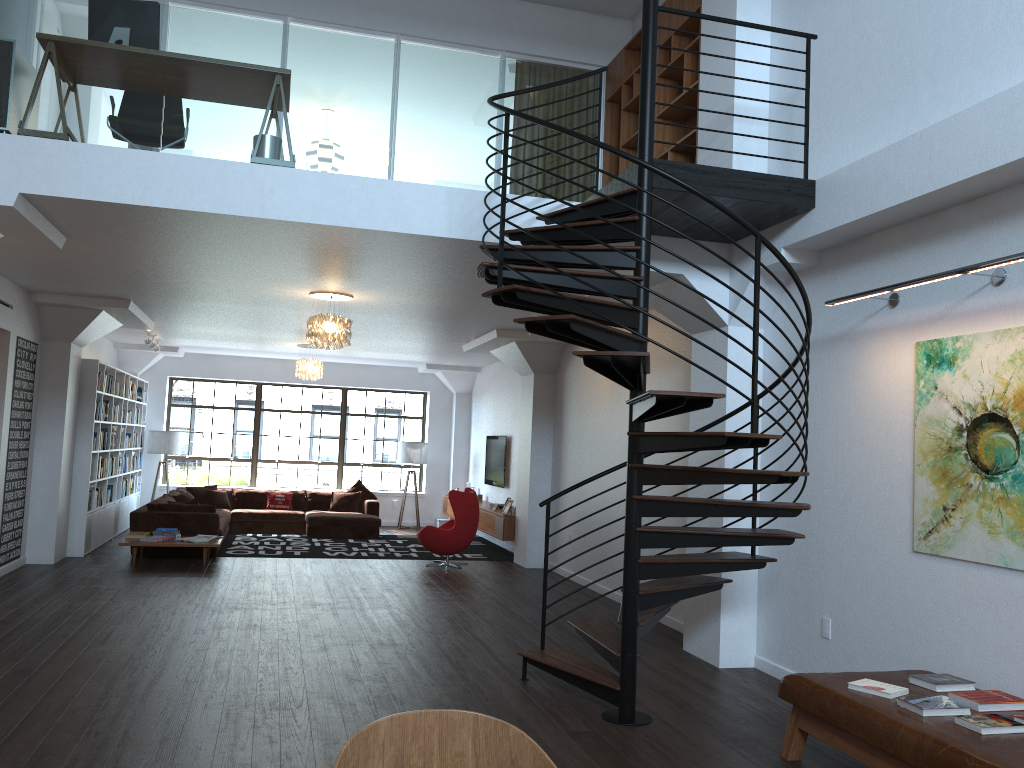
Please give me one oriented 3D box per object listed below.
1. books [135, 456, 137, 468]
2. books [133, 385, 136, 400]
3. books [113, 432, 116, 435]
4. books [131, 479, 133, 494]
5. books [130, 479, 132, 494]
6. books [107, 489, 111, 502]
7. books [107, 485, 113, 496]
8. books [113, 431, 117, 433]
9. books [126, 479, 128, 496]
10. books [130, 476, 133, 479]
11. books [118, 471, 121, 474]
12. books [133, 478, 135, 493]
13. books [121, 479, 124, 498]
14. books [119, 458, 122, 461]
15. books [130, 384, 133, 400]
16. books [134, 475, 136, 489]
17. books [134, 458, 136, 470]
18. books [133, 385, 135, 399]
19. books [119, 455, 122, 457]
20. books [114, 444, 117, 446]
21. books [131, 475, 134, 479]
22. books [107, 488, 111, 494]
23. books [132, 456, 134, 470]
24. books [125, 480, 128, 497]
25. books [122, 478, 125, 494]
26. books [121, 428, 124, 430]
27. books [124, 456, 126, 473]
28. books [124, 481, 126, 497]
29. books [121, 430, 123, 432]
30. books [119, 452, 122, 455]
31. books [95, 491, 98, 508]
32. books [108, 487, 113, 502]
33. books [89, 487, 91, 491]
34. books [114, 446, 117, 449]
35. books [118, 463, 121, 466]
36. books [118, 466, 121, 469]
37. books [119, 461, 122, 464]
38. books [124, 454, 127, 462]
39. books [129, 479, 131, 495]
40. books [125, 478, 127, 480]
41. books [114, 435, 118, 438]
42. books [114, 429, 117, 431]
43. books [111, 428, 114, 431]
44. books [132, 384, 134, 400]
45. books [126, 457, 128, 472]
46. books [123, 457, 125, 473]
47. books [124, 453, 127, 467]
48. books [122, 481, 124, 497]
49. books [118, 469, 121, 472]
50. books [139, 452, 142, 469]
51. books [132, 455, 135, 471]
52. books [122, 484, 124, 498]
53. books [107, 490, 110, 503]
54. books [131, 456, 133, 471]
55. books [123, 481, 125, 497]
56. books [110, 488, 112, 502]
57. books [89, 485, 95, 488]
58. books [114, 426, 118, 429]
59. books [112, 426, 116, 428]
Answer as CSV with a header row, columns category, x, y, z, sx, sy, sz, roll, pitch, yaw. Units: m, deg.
category,x,y,z,sx,sy,sz,roll,pitch,yaw
books,-6.302,1.307,14.651,0.168,0.228,0.139,4,-4,-15
books,-6.058,0.132,14.025,0.183,0.253,0.034,4,-4,-15
books,-5.764,0.705,12.683,0.161,0.033,0.223,4,-4,-15
books,-6.260,1.659,14.406,0.189,0.247,0.057,4,-4,-15
books,-6.225,1.649,14.292,0.183,0.253,0.037,4,-4,-15
books,-5.744,1.573,12.507,0.139,0.191,0.036,4,-4,-15
books,-5.806,1.566,12.725,0.140,0.231,0.042,4,-4,-15
books,-5.783,0.677,12.704,0.223,0.027,0.161,4,-5,-25
books,-6.108,1.621,13.854,0.180,0.259,0.060,4,-4,-15
books,-6.256,1.637,14.345,0.198,0.284,0.066,4,-4,-15
books,-5.910,1.304,13.063,0.246,0.038,0.171,4,-4,-15
books,-6.309,1.671,14.586,0.171,0.246,0.057,4,-4,-15
books,-6.003,1.582,13.437,0.198,0.284,0.066,4,-4,-15
books,-5.896,1.112,13.091,0.223,0.032,0.161,4,-4,-15
books,-5.995,0.121,13.781,0.171,0.246,0.057,4,-4,-15
books,-6.332,1.654,14.667,0.176,0.290,0.053,4,-4,-15
books,-6.273,1.312,14.568,0.161,0.221,0.035,4,-4,-15
books,-6.054,0.132,13.995,0.160,0.250,0.026,4,-4,-15
books,-5.877,1.060,13.092,0.208,0.024,0.144,3,-4,-10
books,-5.759,0.867,12.662,0.160,0.039,0.251,3,-4,-10
books,-6.255,1.638,14.461,0.140,0.298,0.044,4,-4,-15
books,-5.757,1.569,12.537,0.146,0.202,0.027,4,-4,-15
books,-6.212,1.276,14.319,0.171,0.246,0.036,4,-4,-15
books,-6.079,1.619,13.776,0.183,0.253,0.034,4,-4,-15
books,-6.023,1.586,13.546,0.176,0.290,0.053,4,-4,-15
books,-5.839,0.653,13.028,0.224,0.030,0.161,3,-4,-5
books,-5.983,1.226,13.513,0.182,0.253,0.098,4,-4,-15
books,-6.039,1.610,13.619,0.183,0.253,0.034,4,-4,-15
books,-5.838,0.682,13.018,0.223,0.031,0.161,4,-4,-15
books,-5.877,1.027,13.087,0.185,0.041,0.129,3,-4,0
books,-5.476,1.505,11.509,0.161,0.223,0.030,4,-4,-15
books,-5.781,1.576,12.643,0.146,0.202,0.027,4,-4,-15
books,-5.354,1.306,11.070,0.174,0.045,0.240,4,-5,-25
books,-5.759,0.906,12.662,0.171,0.039,0.246,4,-4,-15
books,-5.901,1.188,13.086,0.231,0.044,0.168,4,-4,-20
books,-5.920,1.230,13.093,0.259,0.040,0.180,4,-4,-15
books,-5.901,1.146,13.080,0.253,0.040,0.183,4,-4,-15
books,-6.025,1.212,13.611,0.197,0.290,0.136,4,-4,-15
books,-6.187,1.641,14.151,0.183,0.253,0.037,4,-4,-15
books,-6.096,1.602,13.808,0.176,0.290,0.036,4,-4,-15
books,-5.757,0.741,12.676,0.183,0.042,0.253,4,-4,-15
books,-5.759,0.652,12.703,0.144,0.024,0.208,3,-4,-10
books,-5.639,0.629,12.310,0.174,0.045,0.240,4,-4,-15
books,-6.018,0.123,13.860,0.183,0.253,0.034,4,-4,-15
books,-6.055,1.245,13.757,0.174,0.242,0.105,4,-4,-15
books,-5.964,1.225,13.428,0.174,0.243,0.085,4,-4,-15
books,-6.037,1.215,13.672,0.176,0.293,0.125,4,-4,-15
books,-6.001,1.603,13.483,0.160,0.250,0.026,4,-4,-15
books,-5.911,1.267,13.067,0.251,0.037,0.160,3,-4,-10
books,-6.418,1.304,15.120,0.176,0.290,0.053,4,-4,-15
books,-6.242,1.280,14.436,0.183,0.253,0.042,4,-4,-15
books,-6.006,1.618,13.508,0.161,0.223,0.026,4,-4,-15
books,-5.727,1.579,12.452,0.126,0.173,0.032,4,-4,-15
books,-6.161,1.263,14.154,0.174,0.251,0.051,4,-4,-15
books,-6.034,1.607,13.586,0.183,0.253,0.034,4,-4,-15
books,-5.756,1.571,12.565,0.146,0.202,0.027,4,-4,-15
books,-5.339,1.269,11.054,0.223,0.027,0.161,3,-4,-5
books,-5.750,0.619,12.704,0.129,0.043,0.185,3,-4,0
books,-5.624,0.592,12.293,0.223,0.027,0.161,3,-4,-5
